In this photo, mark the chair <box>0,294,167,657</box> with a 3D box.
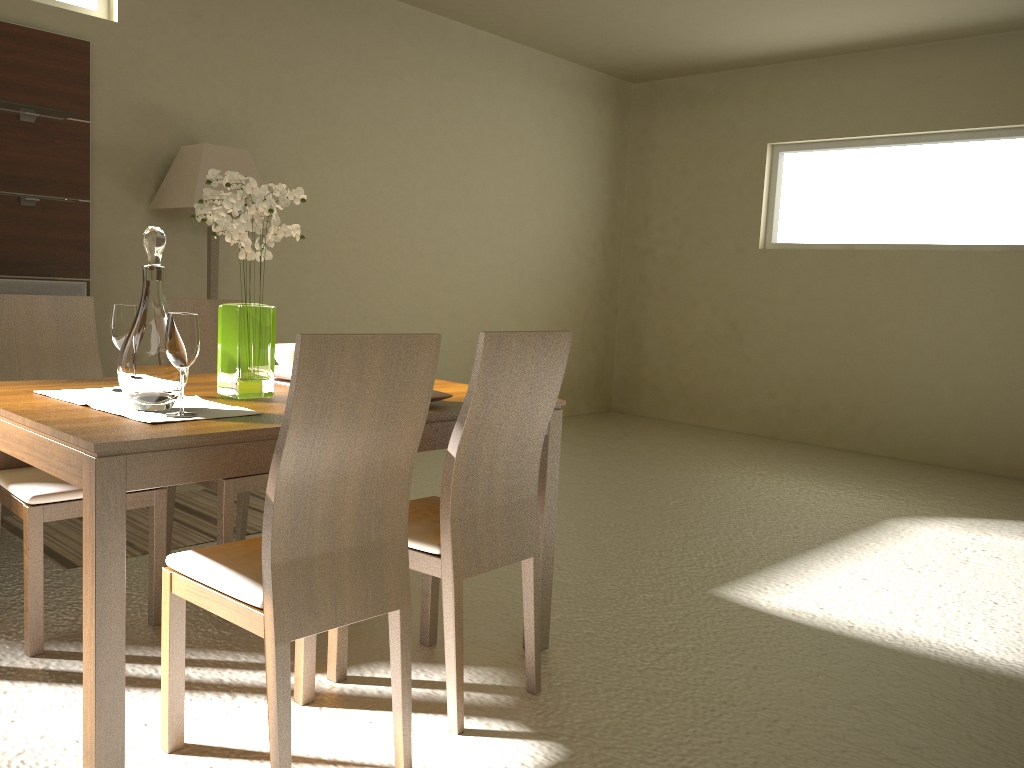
[{"bbox_3d":[-1.401,0.240,2.797,0.507,1.017,0.404,9,9,42],"label":"chair"}]

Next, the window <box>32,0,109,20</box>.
[{"bbox_3d":[-1.299,-0.601,1.456,6.429,3.000,4.466,8,8,40],"label":"window"}]

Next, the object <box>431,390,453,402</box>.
[{"bbox_3d":[-0.356,0.030,2.449,0.283,0.041,0.283,9,8,42],"label":"object"}]

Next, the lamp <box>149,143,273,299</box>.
[{"bbox_3d":[-1.661,-0.396,4.913,0.499,1.782,0.499,9,9,42],"label":"lamp"}]

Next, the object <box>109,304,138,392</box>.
[{"bbox_3d":[-1.036,-0.096,2.371,0.075,0.232,0.075,3,6,1],"label":"object"}]

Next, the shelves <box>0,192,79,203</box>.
[{"bbox_3d":[-3.047,-0.857,3.528,0.255,0.008,2.463,9,9,42],"label":"shelves"}]

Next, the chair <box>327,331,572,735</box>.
[{"bbox_3d":[-0.173,0.345,2.443,0.507,1.017,0.404,8,8,39],"label":"chair"}]

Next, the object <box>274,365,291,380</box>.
[{"bbox_3d":[-0.652,-0.031,2.842,0.283,0.033,0.283,8,8,36],"label":"object"}]

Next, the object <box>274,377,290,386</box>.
[{"bbox_3d":[-0.520,0.005,2.738,0.287,0.010,0.589,-3,9,-44],"label":"object"}]

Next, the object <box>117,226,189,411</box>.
[{"bbox_3d":[-0.837,-0.154,2.073,0.156,0.426,0.156,2,6,-6],"label":"object"}]

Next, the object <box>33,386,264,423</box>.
[{"bbox_3d":[-0.914,0.043,2.206,0.589,0.010,0.287,8,8,39],"label":"object"}]

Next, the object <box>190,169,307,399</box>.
[{"bbox_3d":[-0.720,-0.268,2.395,0.302,0.608,0.304,-3,9,-44],"label":"object"}]

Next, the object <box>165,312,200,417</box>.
[{"bbox_3d":[-0.747,-0.044,2.009,0.075,0.232,0.075,3,6,1],"label":"object"}]

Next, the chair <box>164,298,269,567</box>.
[{"bbox_3d":[-1.010,0.212,3.239,0.507,1.017,0.404,8,8,40],"label":"chair"}]

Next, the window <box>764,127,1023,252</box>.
[{"bbox_3d":[2.879,-1.412,6.626,2.025,0.848,0.100,9,9,42],"label":"window"}]

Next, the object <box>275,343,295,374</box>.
[{"bbox_3d":[-0.650,-0.071,2.837,0.233,0.101,0.233,7,7,31],"label":"object"}]

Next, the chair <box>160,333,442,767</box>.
[{"bbox_3d":[-0.483,0.375,2.017,0.507,1.017,0.404,9,9,43],"label":"chair"}]

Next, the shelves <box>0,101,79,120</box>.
[{"bbox_3d":[-3.026,-1.262,3.483,0.255,0.008,2.463,9,9,42],"label":"shelves"}]

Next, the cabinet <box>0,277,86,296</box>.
[{"bbox_3d":[-3.040,-0.178,3.564,0.372,0.570,2.463,9,9,42],"label":"cabinet"}]

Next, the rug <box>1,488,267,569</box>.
[{"bbox_3d":[-1.413,0.600,4.148,0.843,0.010,1.613,9,9,42],"label":"rug"}]

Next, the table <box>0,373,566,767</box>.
[{"bbox_3d":[-0.700,0.416,2.574,1.000,0.790,1.411,9,9,42],"label":"table"}]
